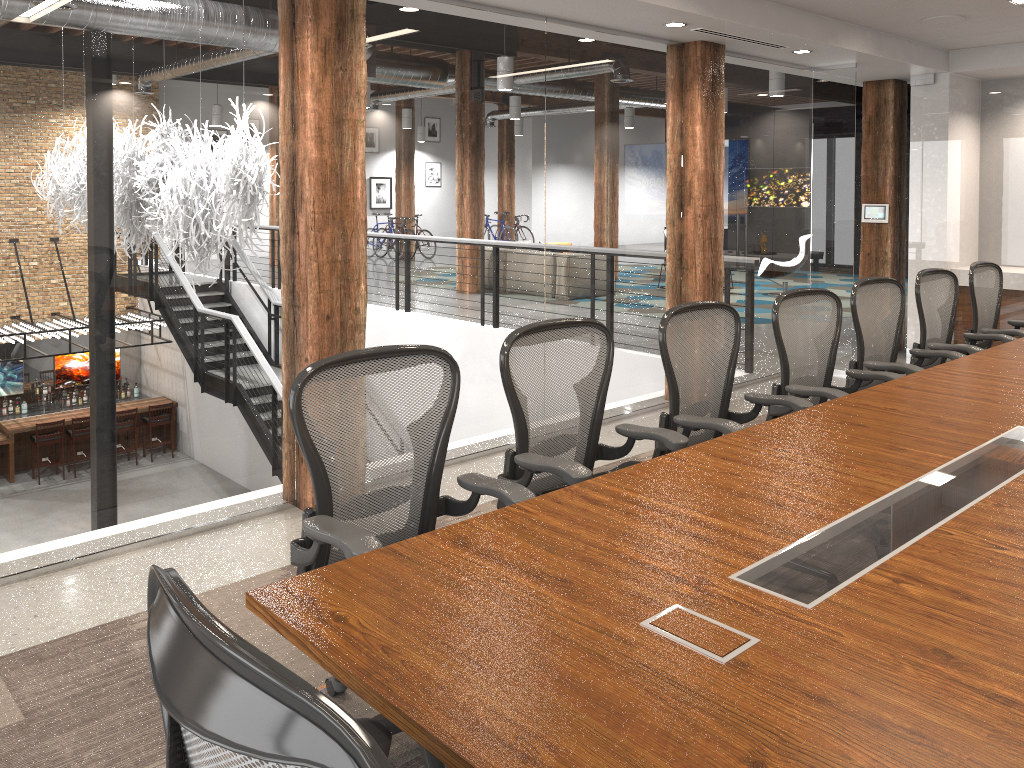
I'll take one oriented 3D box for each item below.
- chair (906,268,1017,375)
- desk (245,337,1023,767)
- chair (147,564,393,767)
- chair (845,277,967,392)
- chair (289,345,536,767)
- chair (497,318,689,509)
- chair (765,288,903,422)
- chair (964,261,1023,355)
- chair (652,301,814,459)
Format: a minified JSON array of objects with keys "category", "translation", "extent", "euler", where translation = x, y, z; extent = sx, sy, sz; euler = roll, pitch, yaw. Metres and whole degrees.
[{"category":"chair","translation":[2.743,-0.131,5.189],"extent":[0.796,1.077,0.779],"euler":[3,6,31]},{"category":"desk","translation":[2.168,0.457,3.264],"extent":[6.099,0.743,1.420],"euler":[-11,15,-42]},{"category":"chair","translation":[-0.178,0.758,1.161],"extent":[0.772,1.077,0.803],"euler":[2,6,21]},{"category":"chair","translation":[2.164,0.001,4.589],"extent":[0.766,1.077,0.809],"euler":[5,7,40]},{"category":"chair","translation":[-0.240,0.467,2.472],"extent":[0.794,1.077,0.781],"euler":[2,6,21]},{"category":"chair","translation":[0.333,0.340,3.047],"extent":[0.795,1.077,0.780],"euler":[3,6,29]},{"category":"chair","translation":[1.576,0.114,4.073],"extent":[0.796,1.077,0.779],"euler":[4,7,33]},{"category":"chair","translation":[3.343,-0.238,5.676],"extent":[0.805,1.077,0.770],"euler":[-4,7,-36]},{"category":"chair","translation":[0.971,0.238,3.512],"extent":[0.765,1.077,0.810],"euler":[4,7,37]}]
